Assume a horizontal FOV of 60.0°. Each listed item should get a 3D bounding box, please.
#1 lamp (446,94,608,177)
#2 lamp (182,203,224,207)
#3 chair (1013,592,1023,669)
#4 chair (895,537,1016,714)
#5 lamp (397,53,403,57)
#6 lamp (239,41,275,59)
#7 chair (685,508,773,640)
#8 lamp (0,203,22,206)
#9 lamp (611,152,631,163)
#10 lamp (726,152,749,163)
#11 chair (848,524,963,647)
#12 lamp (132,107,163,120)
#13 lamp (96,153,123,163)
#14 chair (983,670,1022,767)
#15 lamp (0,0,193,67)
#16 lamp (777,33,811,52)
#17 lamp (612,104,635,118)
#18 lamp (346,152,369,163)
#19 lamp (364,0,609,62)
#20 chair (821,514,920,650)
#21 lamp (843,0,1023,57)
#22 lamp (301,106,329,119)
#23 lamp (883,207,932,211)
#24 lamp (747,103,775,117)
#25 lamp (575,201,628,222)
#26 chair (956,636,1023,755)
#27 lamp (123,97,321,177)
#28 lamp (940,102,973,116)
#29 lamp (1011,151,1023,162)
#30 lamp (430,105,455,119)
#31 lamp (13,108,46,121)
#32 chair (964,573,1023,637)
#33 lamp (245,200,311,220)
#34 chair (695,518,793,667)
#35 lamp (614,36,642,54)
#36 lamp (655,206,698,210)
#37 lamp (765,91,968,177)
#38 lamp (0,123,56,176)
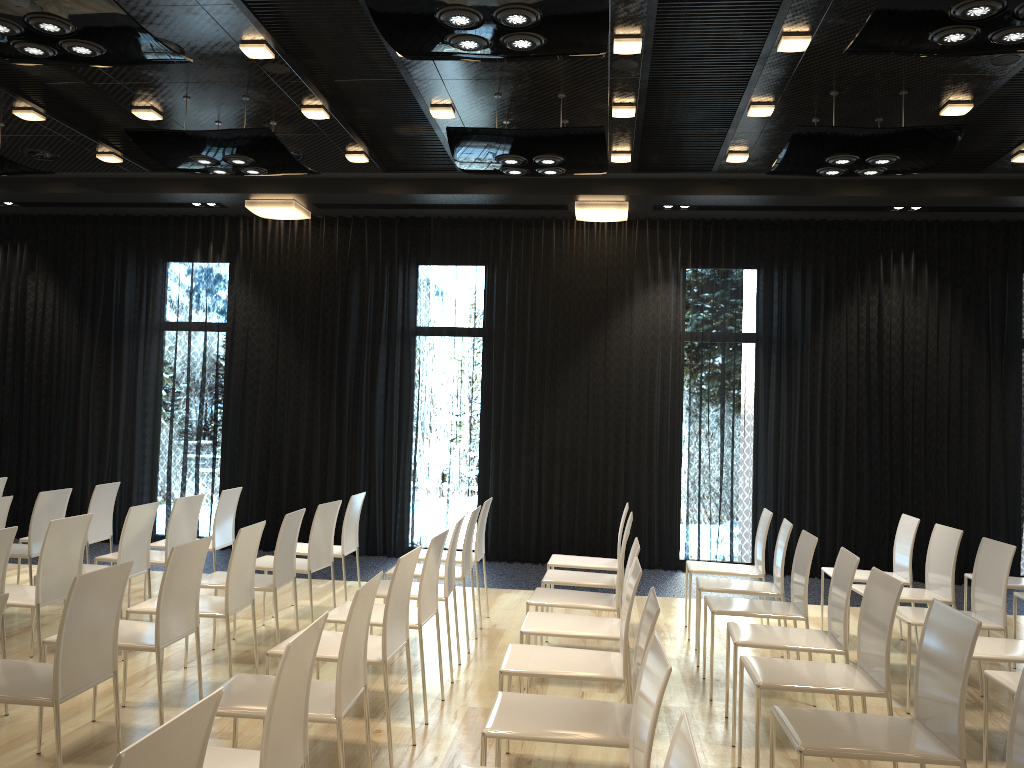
[{"bbox_3d":[0.142,-1.763,6.349,1.097,0.436,1.097,2,-2,6],"label":"lamp"},{"bbox_3d":[-3.124,-1.826,8.992,0.389,0.028,0.166,2,-2,6],"label":"lamp"},{"bbox_3d":[3.349,1.321,5.258,0.548,0.872,0.420,1,-2,8],"label":"chair"},{"bbox_3d":[2.318,1.267,4.729,0.548,0.872,0.420,2,-2,4],"label":"chair"},{"bbox_3d":[-0.618,-2.017,5.332,0.159,0.049,0.159,2,-2,6],"label":"lamp"},{"bbox_3d":[-1.560,-2.042,5.432,0.159,0.049,0.159,2,-2,6],"label":"lamp"},{"bbox_3d":[1.490,1.299,6.127,0.548,0.872,0.420,1,-2,8],"label":"chair"},{"bbox_3d":[-5.314,-1.884,9.226,0.389,0.028,0.166,2,-2,6],"label":"lamp"},{"bbox_3d":[0.908,-1.885,7.379,0.159,0.049,0.159,2,-2,6],"label":"lamp"},{"bbox_3d":[1.850,-1.860,7.278,0.159,0.049,0.159,2,-2,6],"label":"lamp"},{"bbox_3d":[2.377,1.296,5.382,0.548,0.872,0.420,2,-2,3],"label":"chair"},{"bbox_3d":[-2.739,-2.027,6.662,0.159,0.049,0.159,2,-2,6],"label":"lamp"},{"bbox_3d":[-3.565,-2.004,7.857,0.159,0.049,0.159,2,-2,6],"label":"lamp"},{"bbox_3d":[2.189,1.209,3.417,0.548,0.872,0.420,2,-2,7],"label":"chair"},{"bbox_3d":[-2.326,-1.920,4.402,1.097,0.436,1.097,2,-2,6],"label":"lamp"},{"bbox_3d":[1.618,-1.957,5.092,0.159,0.049,0.159,2,-2,6],"label":"lamp"},{"bbox_3d":[0.792,-1.934,6.284,0.159,0.049,0.159,2,-2,6],"label":"lamp"},{"bbox_3d":[-1.329,-1.944,7.618,0.159,0.049,0.159,2,-2,6],"label":"lamp"},{"bbox_3d":[-0.090,-1.860,4.163,1.097,0.436,1.097,2,-2,6],"label":"lamp"},{"bbox_3d":[2.424,1.324,6.017,0.548,0.872,0.420,1,-2,8],"label":"chair"},{"bbox_3d":[2.147,-1.801,3.924,1.097,0.436,1.097,2,-2,6],"label":"lamp"},{"bbox_3d":[-1.445,-1.993,6.524,0.159,0.049,0.159,2,-2,6],"label":"lamp"},{"bbox_3d":[3.685,-1.645,8.264,0.389,0.028,0.166,2,-2,6],"label":"lamp"},{"bbox_3d":[1.734,-1.908,6.184,0.159,0.049,0.159,2,-2,6],"label":"lamp"},{"bbox_3d":[0.867,-1.679,8.563,0.499,0.153,0.499,2,-2,6],"label":"lamp"},{"bbox_3d":[2.239,1.238,4.079,0.548,0.872,0.420,2,-2,5],"label":"chair"},{"bbox_3d":[-2.095,-1.822,6.589,1.097,0.436,1.097,2,-2,6],"label":"lamp"},{"bbox_3d":[3.028,-1.874,6.045,0.159,0.049,0.159,2,-2,6],"label":"lamp"},{"bbox_3d":[4.080,-1.800,7.038,0.159,0.049,0.159,2,-2,6],"label":"lamp"},{"bbox_3d":[-0.503,-1.968,6.423,0.159,0.049,0.159,2,-2,6],"label":"lamp"},{"bbox_3d":[-3.681,-2.052,6.763,0.159,0.049,0.159,2,-2,6],"label":"lamp"},{"bbox_3d":[3.391,1.350,5.934,0.548,0.872,0.420,1,-2,8],"label":"chair"},{"bbox_3d":[-2.342,-1.764,8.906,0.499,0.153,0.499,2,-2,6],"label":"lamp"},{"bbox_3d":[1.420,1.270,5.464,0.548,0.872,0.420,1,-2,10],"label":"chair"},{"bbox_3d":[0.676,-1.982,5.193,0.159,0.049,0.159,2,-2,6],"label":"lamp"},{"bbox_3d":[1.574,-1.701,8.490,0.389,0.028,0.166,2,-2,6],"label":"lamp"},{"bbox_3d":[2.378,-1.703,6.110,1.097,0.436,1.097,2,-2,6],"label":"lamp"},{"bbox_3d":[-4.331,-1.882,6.828,1.097,0.436,1.097,2,-2,6],"label":"lamp"}]
